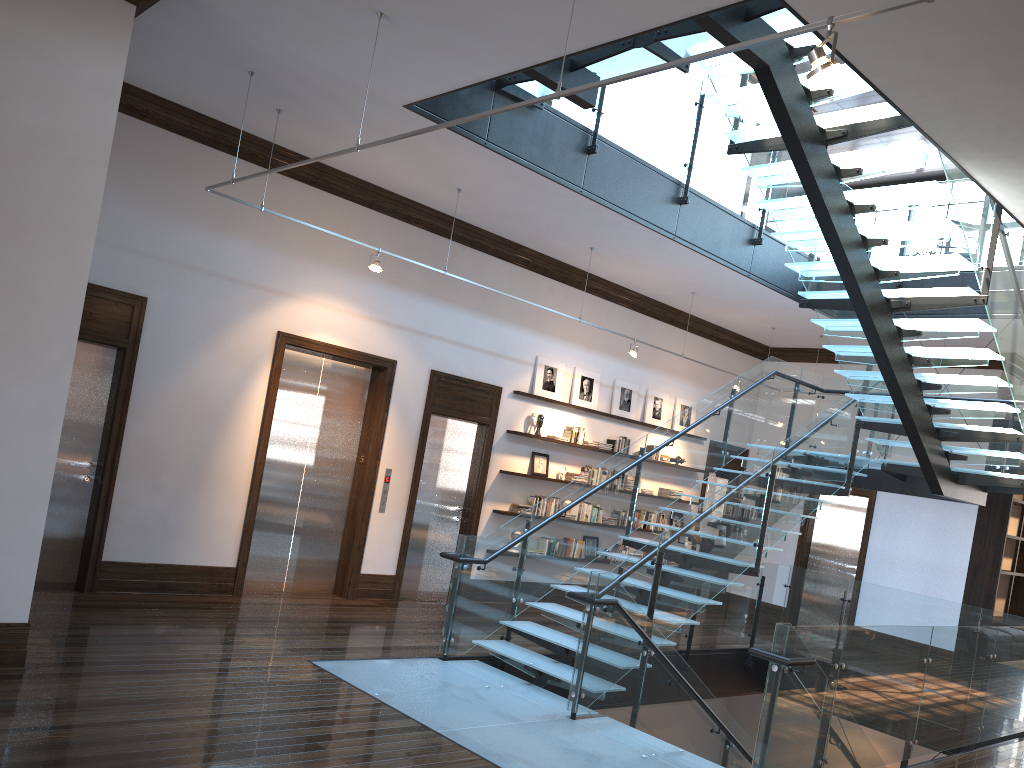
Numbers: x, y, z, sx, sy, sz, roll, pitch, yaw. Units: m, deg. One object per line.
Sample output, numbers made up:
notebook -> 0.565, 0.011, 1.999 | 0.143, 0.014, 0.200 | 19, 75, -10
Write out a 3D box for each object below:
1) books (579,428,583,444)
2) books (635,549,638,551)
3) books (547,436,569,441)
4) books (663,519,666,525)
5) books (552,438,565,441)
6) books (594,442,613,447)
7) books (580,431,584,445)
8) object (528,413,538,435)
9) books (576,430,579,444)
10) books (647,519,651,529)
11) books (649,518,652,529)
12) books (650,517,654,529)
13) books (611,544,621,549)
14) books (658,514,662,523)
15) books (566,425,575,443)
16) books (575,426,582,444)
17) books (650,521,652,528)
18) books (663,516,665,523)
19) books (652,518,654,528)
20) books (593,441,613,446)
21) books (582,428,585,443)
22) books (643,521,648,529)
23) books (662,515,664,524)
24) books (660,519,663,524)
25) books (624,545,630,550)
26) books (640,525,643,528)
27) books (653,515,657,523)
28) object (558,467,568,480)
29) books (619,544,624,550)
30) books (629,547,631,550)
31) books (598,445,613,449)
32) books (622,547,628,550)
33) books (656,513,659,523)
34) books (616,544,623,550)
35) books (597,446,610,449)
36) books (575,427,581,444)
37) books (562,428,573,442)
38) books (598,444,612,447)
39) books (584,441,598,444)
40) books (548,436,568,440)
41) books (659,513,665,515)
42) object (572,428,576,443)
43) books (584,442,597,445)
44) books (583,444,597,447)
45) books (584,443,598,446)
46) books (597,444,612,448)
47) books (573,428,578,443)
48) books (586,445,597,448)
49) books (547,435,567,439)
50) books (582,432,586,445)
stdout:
books -> 0.881, 0.690, 11.861 | 0.024, 0.228, 0.111 | 10, -1, -42
books -> 1.856, 2.503, 13.011 | 0.012, 0.224, 0.141 | 10, -1, -42
books -> 0.594, 0.717, 11.605 | 0.140, 0.011, 0.289 | 5, -7, 45
books -> 2.244, 2.104, 13.277 | 0.051, 0.185, 0.155 | 10, -2, -42
books -> 0.590, 0.727, 11.608 | 0.257, 0.011, 0.141 | 15, -7, -43
books -> 1.241, 0.830, 12.211 | 0.288, 0.011, 0.140 | 15, -7, -43
books -> 0.899, 0.721, 11.879 | 0.035, 0.178, 0.131 | 10, -2, -42
object -> 0.266, 0.508, 11.292 | 0.098, 0.288, 0.098 | 10, -1, 0
books -> 0.807, 0.696, 11.775 | 0.029, 0.177, 0.156 | 10, -2, -42
books -> 1.962, 2.015, 13.003 | 0.028, 0.213, 0.165 | 10, -2, -42
books -> 1.972, 2.035, 13.024 | 0.034, 0.180, 0.159 | 10, -2, -42
books -> 2.024, 2.023, 13.101 | 0.033, 0.237, 0.124 | 10, -1, -42
books -> 1.447, 2.396, 12.627 | 0.137, 0.224, 0.140 | 11, -2, -42
books -> 2.132, 2.042, 13.160 | 0.013, 0.246, 0.168 | 10, -2, -42
books -> 0.761, 0.659, 11.743 | 0.014, 0.228, 0.142 | 10, -1, -42
books -> 0.854, 0.682, 11.823 | 0.025, 0.228, 0.132 | 10, -1, -42
books -> 2.004, 2.017, 13.067 | 0.033, 0.235, 0.125 | 10, -1, -42
books -> 2.210, 2.077, 13.274 | 0.007, 0.224, 0.141 | 10, -1, -42
books -> 2.045, 2.022, 13.129 | 0.014, 0.250, 0.118 | 10, -1, -42
books -> 1.248, 0.820, 12.205 | 0.259, 0.011, 0.141 | 14, -6, -38
books -> 0.916, 0.698, 11.901 | 0.014, 0.232, 0.118 | 10, -1, -42
books -> 1.925, 1.982, 12.968 | 0.020, 0.258, 0.160 | 10, -1, -42
books -> 2.192, 2.063, 13.240 | 0.006, 0.238, 0.156 | 10, -1, -42
books -> 2.158, 2.088, 13.188 | 0.017, 0.169, 0.168 | 10, -2, -42
books -> 1.581, 2.432, 12.749 | 0.108, 0.233, 0.156 | 11, -2, -42
books -> 1.851, 1.993, 12.923 | 0.015, 0.204, 0.158 | 10, -2, -42
books -> 2.074, 2.010, 13.116 | 0.006, 0.281, 0.144 | 10, -1, -42
object -> 0.674, 1.182, 11.773 | 0.122, 0.187, 0.059 | 10, -1, -7
books -> 1.482, 2.401, 12.665 | 0.143, 0.234, 0.145 | 11, -2, -42
books -> 1.602, 2.432, 12.757 | 0.095, 0.235, 0.164 | 11, -2, -42
books -> 1.238, 0.862, 12.208 | 0.289, 0.011, 0.140 | 14, -7, -40
books -> 1.566, 2.438, 12.729 | 0.086, 0.207, 0.150 | 11, -2, -42
books -> 2.091, 2.029, 13.140 | 0.036, 0.254, 0.168 | 10, -2, -42
books -> 1.470, 2.400, 12.658 | 0.139, 0.228, 0.136 | 11, -2, -42
books -> 1.234, 0.872, 12.211 | 0.257, 0.011, 0.141 | 14, -7, -41
books -> 0.832, 0.681, 11.782 | 0.012, 0.216, 0.163 | 10, -2, -42
books -> 0.728, 0.678, 11.727 | 0.050, 0.175, 0.128 | 10, -2, -42
books -> 1.241, 0.841, 12.209 | 0.257, 0.011, 0.141 | 14, -7, -41
books -> 1.040, 0.790, 12.018 | 0.197, 0.013, 0.151 | 14, -7, -42
books -> 0.595, 0.706, 11.606 | 0.257, 0.011, 0.141 | 14, -7, -41
books -> 2.201, 2.058, 13.254 | 0.013, 0.254, 0.139 | 10, -1, -42
object -> 0.770, 0.672, 11.748 | 0.010, 0.206, 0.153 | 10, -2, -42
books -> 1.032, 0.801, 12.011 | 0.215, 0.014, 0.124 | 14, -7, -42
books -> 1.029, 0.830, 12.011 | 0.212, 0.015, 0.155 | 14, -7, -42
books -> 1.043, 0.818, 12.018 | 0.185, 0.014, 0.158 | 14, -7, -42
books -> 1.240, 0.851, 12.208 | 0.141, 0.011, 0.258 | 5, -7, 45
books -> 0.790, 0.680, 11.754 | 0.029, 0.198, 0.163 | 10, -2, -42
books -> 1.037, 0.843, 12.011 | 0.198, 0.008, 0.117 | 14, -7, -42
books -> 0.597, 0.696, 11.606 | 0.141, 0.011, 0.257 | 5, -7, 46
books -> 0.924, 0.726, 11.907 | 0.012, 0.181, 0.128 | 10, -2, -42
